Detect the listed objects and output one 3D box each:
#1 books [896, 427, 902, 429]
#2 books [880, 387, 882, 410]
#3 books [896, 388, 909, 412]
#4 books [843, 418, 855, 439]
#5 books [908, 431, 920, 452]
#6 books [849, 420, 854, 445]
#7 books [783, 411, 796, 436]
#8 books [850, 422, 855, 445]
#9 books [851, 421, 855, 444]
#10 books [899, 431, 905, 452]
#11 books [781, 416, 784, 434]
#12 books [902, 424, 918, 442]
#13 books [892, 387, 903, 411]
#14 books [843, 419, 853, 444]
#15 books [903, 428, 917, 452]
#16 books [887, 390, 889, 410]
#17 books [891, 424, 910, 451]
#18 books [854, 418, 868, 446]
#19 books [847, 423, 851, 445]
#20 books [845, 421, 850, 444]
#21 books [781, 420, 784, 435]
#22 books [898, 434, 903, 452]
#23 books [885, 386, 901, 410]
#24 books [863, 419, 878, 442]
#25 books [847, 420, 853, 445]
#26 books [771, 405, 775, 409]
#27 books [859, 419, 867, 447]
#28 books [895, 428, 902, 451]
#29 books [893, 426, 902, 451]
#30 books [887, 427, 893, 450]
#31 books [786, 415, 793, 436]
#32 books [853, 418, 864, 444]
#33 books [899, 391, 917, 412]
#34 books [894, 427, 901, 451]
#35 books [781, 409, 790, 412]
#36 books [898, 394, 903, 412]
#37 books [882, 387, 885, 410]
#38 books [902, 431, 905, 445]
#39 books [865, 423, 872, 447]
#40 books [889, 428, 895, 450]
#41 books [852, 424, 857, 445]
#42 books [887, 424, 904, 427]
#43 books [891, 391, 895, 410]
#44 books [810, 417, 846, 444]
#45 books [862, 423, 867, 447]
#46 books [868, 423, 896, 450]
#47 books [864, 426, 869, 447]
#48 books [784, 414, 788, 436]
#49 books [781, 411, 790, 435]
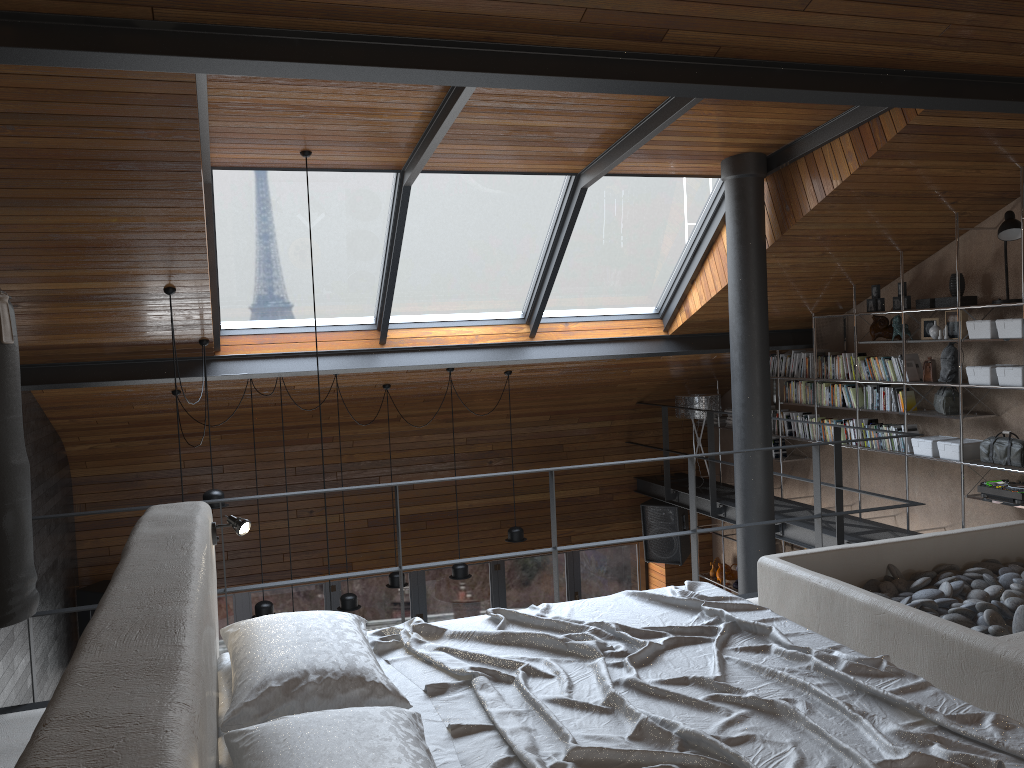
[{"bbox_3d":[3.269,0.455,7.371,0.148,0.189,0.053,-3,3,-18],"label":"books"},{"bbox_3d":[3.178,0.120,7.498,0.148,0.190,0.013,-3,3,-18],"label":"books"},{"bbox_3d":[3.233,0.129,7.308,0.129,0.186,0.050,-3,3,-18],"label":"books"},{"bbox_3d":[3.038,0.420,7.965,0.118,0.220,0.054,-3,3,-18],"label":"books"},{"bbox_3d":[3.288,0.471,7.262,0.130,0.166,0.046,-3,3,-18],"label":"books"},{"bbox_3d":[3.075,0.428,7.891,0.137,0.216,0.049,-3,3,-18],"label":"books"},{"bbox_3d":[2.770,0.390,8.806,0.148,0.233,0.053,-3,3,-18],"label":"books"},{"bbox_3d":[3.072,0.433,7.860,0.131,0.205,0.051,-3,3,-18],"label":"books"},{"bbox_3d":[3.076,0.429,7.847,0.137,0.216,0.049,-3,3,-18],"label":"books"},{"bbox_3d":[3.271,0.467,7.314,0.146,0.171,0.054,-3,3,-18],"label":"books"},{"bbox_3d":[2.752,0.400,8.829,0.136,0.212,0.051,-3,3,-18],"label":"books"},{"bbox_3d":[3.283,0.444,7.288,0.143,0.217,0.066,-3,3,-18],"label":"books"},{"bbox_3d":[3.224,0.124,7.392,0.129,0.188,0.010,-3,3,-18],"label":"books"},{"bbox_3d":[3.052,0.424,7.949,0.155,0.215,0.055,-3,3,-18],"label":"books"},{"bbox_3d":[3.281,0.460,7.271,0.129,0.186,0.050,-3,3,-18],"label":"books"},{"bbox_3d":[3.215,0.133,7.441,0.148,0.167,0.014,-4,3,-19],"label":"books"},{"bbox_3d":[3.264,0.445,7.408,0.191,0.205,0.055,-4,3,-18],"label":"books"},{"bbox_3d":[3.078,0.421,7.782,0.148,0.233,0.053,-3,3,-18],"label":"books"},{"bbox_3d":[3.057,0.438,7.913,0.126,0.197,0.047,-3,3,-18],"label":"books"},{"bbox_3d":[3.050,0.432,7.929,0.123,0.203,0.054,-3,3,-18],"label":"books"},{"bbox_3d":[2.745,0.397,8.845,0.133,0.219,0.058,-3,3,-18],"label":"books"},{"bbox_3d":[3.255,0.469,7.323,0.130,0.167,0.046,-3,3,-18],"label":"books"},{"bbox_3d":[3.207,0.118,7.457,0.146,0.195,0.023,-3,3,-18],"label":"books"},{"bbox_3d":[3.134,0.422,7.713,0.148,0.233,0.053,-3,3,-18],"label":"books"},{"bbox_3d":[3.058,0.428,7.900,0.133,0.218,0.051,-4,3,-19],"label":"books"},{"bbox_3d":[2.657,0.359,9.163,0.143,0.268,0.020,-3,3,-18],"label":"books"},{"bbox_3d":[3.094,0.423,7.736,0.148,0.233,0.053,-3,3,-18],"label":"books"},{"bbox_3d":[3.263,0.457,7.352,0.160,0.187,0.060,-3,3,-18],"label":"books"},{"bbox_3d":[3.272,0.447,7.398,0.192,0.202,0.055,-4,3,-18],"label":"books"},{"bbox_3d":[3.223,0.454,7.438,0.148,0.189,0.053,-3,3,-18],"label":"books"},{"bbox_3d":[2.776,0.407,8.742,0.148,0.206,0.053,-3,3,-18],"label":"books"},{"bbox_3d":[3.085,0.419,7.817,0.143,0.236,0.062,-4,3,-19],"label":"books"},{"bbox_3d":[3.254,0.141,7.282,0.129,0.165,0.056,-3,3,-18],"label":"books"},{"bbox_3d":[3.254,0.455,7.380,0.148,0.189,0.053,-3,3,-18],"label":"books"},{"bbox_3d":[2.727,0.380,8.895,0.131,0.247,0.018,-3,3,-18],"label":"books"},{"bbox_3d":[3.247,0.150,7.296,0.131,0.147,0.045,-3,3,-18],"label":"books"},{"bbox_3d":[3.187,0.120,7.487,0.148,0.190,0.013,-3,3,-18],"label":"books"},{"bbox_3d":[3.279,0.465,7.302,0.148,0.175,0.046,-3,3,-18],"label":"books"},{"bbox_3d":[3.137,0.439,7.683,0.137,0.201,0.047,-4,3,-19],"label":"books"},{"bbox_3d":[3.248,0.454,7.417,0.169,0.188,0.058,-3,3,-18],"label":"books"},{"bbox_3d":[3.080,0.441,7.832,0.138,0.191,0.049,-3,3,-18],"label":"books"},{"bbox_3d":[3.255,0.442,7.460,0.207,0.206,0.053,-3,3,-18],"label":"books"},{"bbox_3d":[3.217,0.138,7.362,0.130,0.167,0.046,-3,3,-18],"label":"books"},{"bbox_3d":[2.949,0.424,8.174,0.139,0.211,0.467,-4,3,-19],"label":"books"},{"bbox_3d":[3.124,0.436,7.720,0.149,0.205,0.049,-4,3,-19],"label":"books"},{"bbox_3d":[3.176,0.445,7.562,0.136,0.210,0.273,-3,3,-18],"label":"books"},{"bbox_3d":[3.125,0.450,7.692,0.131,0.180,0.042,-4,3,-19],"label":"books"},{"bbox_3d":[2.768,0.398,8.772,0.141,0.221,0.055,-3,3,-18],"label":"books"},{"bbox_3d":[2.753,0.390,8.815,0.143,0.235,0.055,-4,3,-19],"label":"books"}]
